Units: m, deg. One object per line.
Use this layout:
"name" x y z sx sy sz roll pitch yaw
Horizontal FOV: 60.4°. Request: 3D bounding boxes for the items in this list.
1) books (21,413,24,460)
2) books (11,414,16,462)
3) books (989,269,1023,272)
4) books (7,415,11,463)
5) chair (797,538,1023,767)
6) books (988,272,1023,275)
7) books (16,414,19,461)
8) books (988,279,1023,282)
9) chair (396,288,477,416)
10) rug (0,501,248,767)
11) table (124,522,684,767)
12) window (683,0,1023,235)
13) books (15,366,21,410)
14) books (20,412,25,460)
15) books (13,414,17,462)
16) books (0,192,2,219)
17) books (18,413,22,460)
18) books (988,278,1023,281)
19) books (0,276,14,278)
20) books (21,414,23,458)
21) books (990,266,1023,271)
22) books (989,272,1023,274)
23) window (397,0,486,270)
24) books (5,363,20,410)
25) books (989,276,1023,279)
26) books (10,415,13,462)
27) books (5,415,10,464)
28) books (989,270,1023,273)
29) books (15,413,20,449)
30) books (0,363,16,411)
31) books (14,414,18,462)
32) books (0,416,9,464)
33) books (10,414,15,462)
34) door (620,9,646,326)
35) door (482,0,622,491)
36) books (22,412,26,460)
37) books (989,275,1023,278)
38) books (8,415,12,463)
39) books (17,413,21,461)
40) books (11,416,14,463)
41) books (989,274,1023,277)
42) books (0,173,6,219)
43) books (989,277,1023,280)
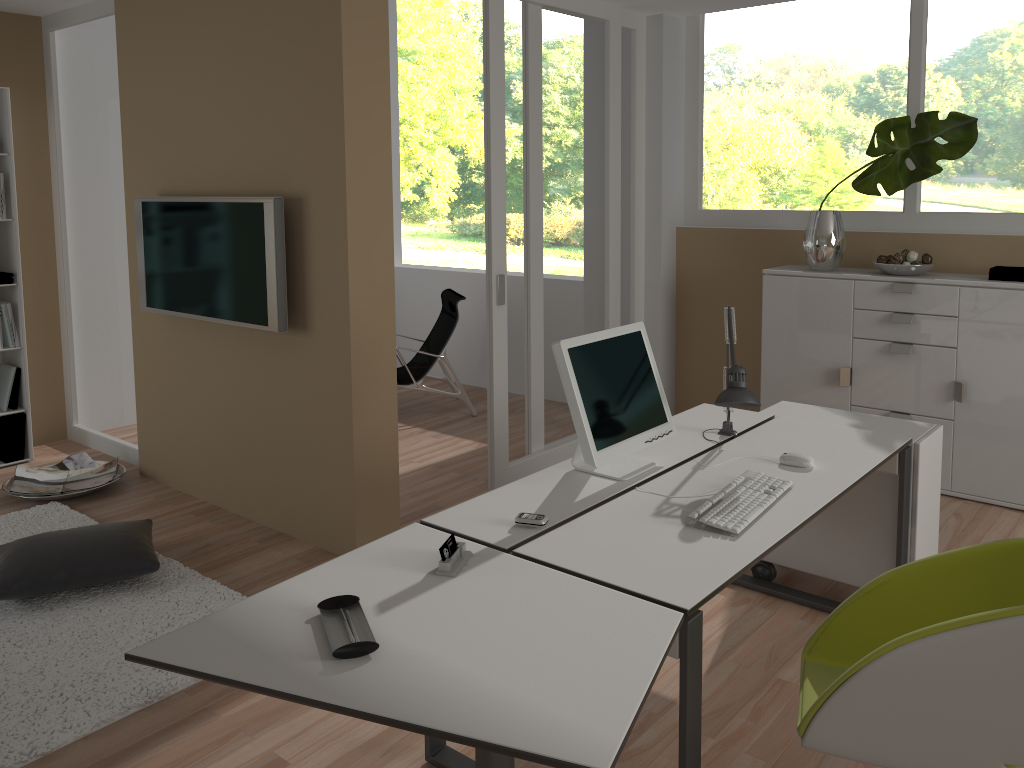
"books" -2.915 0.294 5.167 0.212 0.265 0.032 7 9 40
"books" -2.943 0.300 5.133 0.220 0.270 0.032 7 9 40
"books" 2.480 -0.560 4.311 0.224 0.007 0.159 10 16 39
"books" -2.964 0.304 5.114 0.215 0.267 0.032 7 9 40
"chair" 0.896 0.749 1.882 0.598 0.798 0.631 2 9 15
"books" 2.478 -0.544 4.314 0.224 0.006 0.159 10 17 40
"books" -2.932 0.299 5.145 0.213 0.265 0.032 7 9 40
"books" 2.478 -0.512 4.318 0.224 0.007 0.159 10 16 39
"chair" -1.006 -0.199 6.105 1.435 0.813 0.704 -4 9 -15
"rug" -1.957 0.863 3.222 2.039 0.045 1.466 10 16 39
"table" -0.128 0.839 1.769 0.931 0.678 0.820 7 13 36
"window" 2.519 -1.666 4.548 3.660 1.771 0.045 9 11 39
"books" -2.936 0.014 5.164 0.212 0.235 0.043 7 10 40
"books" -2.912 0.291 5.171 0.220 0.270 0.032 7 9 40
"books" -2.940 0.301 5.138 0.212 0.265 0.032 7 9 40
"books" -2.953 -1.067 5.002 0.209 0.255 0.021 7 9 40
"books" -2.921 0.294 5.157 0.218 0.269 0.032 7 9 40
"books" 2.479 -0.517 4.318 0.224 0.006 0.159 10 16 39
"books" -3.019 -0.615 5.031 0.299 0.007 0.213 10 16 39
"books" -2.918 0.295 5.163 0.212 0.265 0.032 7 9 40
"books" 2.481 -0.565 4.311 0.224 0.006 0.159 10 16 39
"books" 2.480 -0.550 4.316 0.224 0.007 0.159 10 16 39
"window" 2.490 -3.588 11.649 12.095 5.877 2.104 4 8 23
"books" -2.941 0.013 5.158 0.220 0.239 0.043 7 10 40
"books" 2.477 -0.528 4.318 0.224 0.006 0.159 9 16 37
"books" -2.953 0.303 5.119 0.218 0.269 0.032 7 9 40
"books" -2.964 0.308 5.107 0.213 0.265 0.032 7 9 40
"books" 2.480 -0.555 4.315 0.224 0.007 0.159 10 16 39
"books" -2.932 0.295 5.152 0.215 0.267 0.032 7 9 40
"books" -2.965 0.017 5.132 0.209 0.242 0.086 7 10 40
"books" -2.936 0.300 5.142 0.212 0.265 0.032 7 9 40
"books" -2.968 0.309 5.104 0.212 0.265 0.032 7 9 40
"books" -2.947 0.303 5.129 0.212 0.265 0.032 7 9 40
"door" 0.458 -0.915 5.204 0.045 2.611 1.199 4 9 39
"door" 0.268 -0.842 4.890 0.060 2.611 1.199 4 9 39
"books" -2.908 0.292 5.175 0.212 0.265 0.032 7 9 40
"books" 2.479 -0.533 4.315 0.224 0.006 0.159 10 16 39
"books" -2.960 0.304 5.118 0.215 0.267 0.032 7 9 40
"books" -2.929 0.295 5.156 0.215 0.267 0.032 7 9 40
"books" -2.950 0.304 5.125 0.212 0.265 0.032 7 9 40
"books" 2.479 -0.538 4.315 0.224 0.006 0.159 10 16 39
"books" -2.940 -1.071 5.018 0.209 0.255 0.021 7 9 40
"books" 2.479 -0.522 4.317 0.224 0.006 0.159 10 16 39
